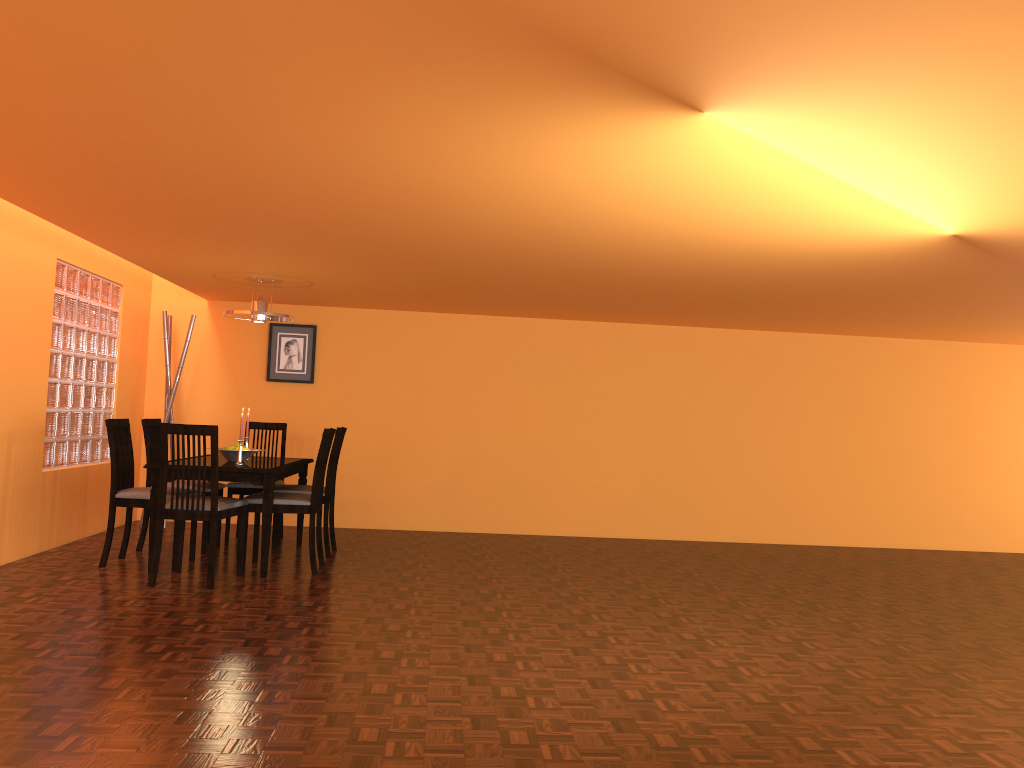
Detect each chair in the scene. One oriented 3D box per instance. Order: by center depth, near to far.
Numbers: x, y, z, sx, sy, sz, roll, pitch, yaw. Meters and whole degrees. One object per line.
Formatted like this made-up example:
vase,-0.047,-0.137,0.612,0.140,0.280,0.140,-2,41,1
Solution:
chair,-1.604,0.609,4.547,0.373,0.809,0.465,3,-2,1
chair,-2.021,0.606,4.959,0.465,0.809,0.373,3,-2,-4
chair,-1.258,0.644,5.014,0.465,0.809,0.373,3,-2,-4
chair,-2.065,0.628,5.534,0.465,0.809,0.373,3,-2,-4
chair,-1.301,0.666,5.589,0.465,0.809,0.373,3,-2,-4
chair,-1.707,0.665,6.005,0.373,0.809,0.465,3,-2,-9

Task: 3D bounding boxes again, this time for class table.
table,-1.636,0.750,5.265,0.697,0.584,1.259,3,-2,-4

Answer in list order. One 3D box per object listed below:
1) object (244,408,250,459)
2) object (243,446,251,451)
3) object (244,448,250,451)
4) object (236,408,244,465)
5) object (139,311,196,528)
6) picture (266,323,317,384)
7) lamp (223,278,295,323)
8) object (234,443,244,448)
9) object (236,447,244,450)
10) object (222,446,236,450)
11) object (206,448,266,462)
object,-1.648,0.304,5.521,0.044,0.326,0.044,3,-2,-15
object,-1.574,0.402,5.262,0.055,0.070,0.066,4,-3,-23
object,-1.562,0.399,5.201,0.055,0.046,0.046,5,-3,-41
object,-1.524,0.288,4.987,0.044,0.326,0.044,3,-2,-15
object,-2.527,0.262,6.554,0.308,1.589,0.226,2,-2,18
picture,-1.710,-0.238,6.886,0.361,0.456,0.014,3,-2,-4
lamp,-1.600,-0.529,5.637,0.435,0.274,0.435,2,-3,18
object,-1.637,0.388,5.310,0.069,0.066,0.069,2,-2,6
object,-1.580,0.385,5.155,0.046,0.046,0.055,4,-3,-21
object,-1.658,0.403,5.208,0.089,0.076,0.087,3,-2,2
object,-1.631,0.421,5.237,0.337,0.072,0.337,5,-3,-38
